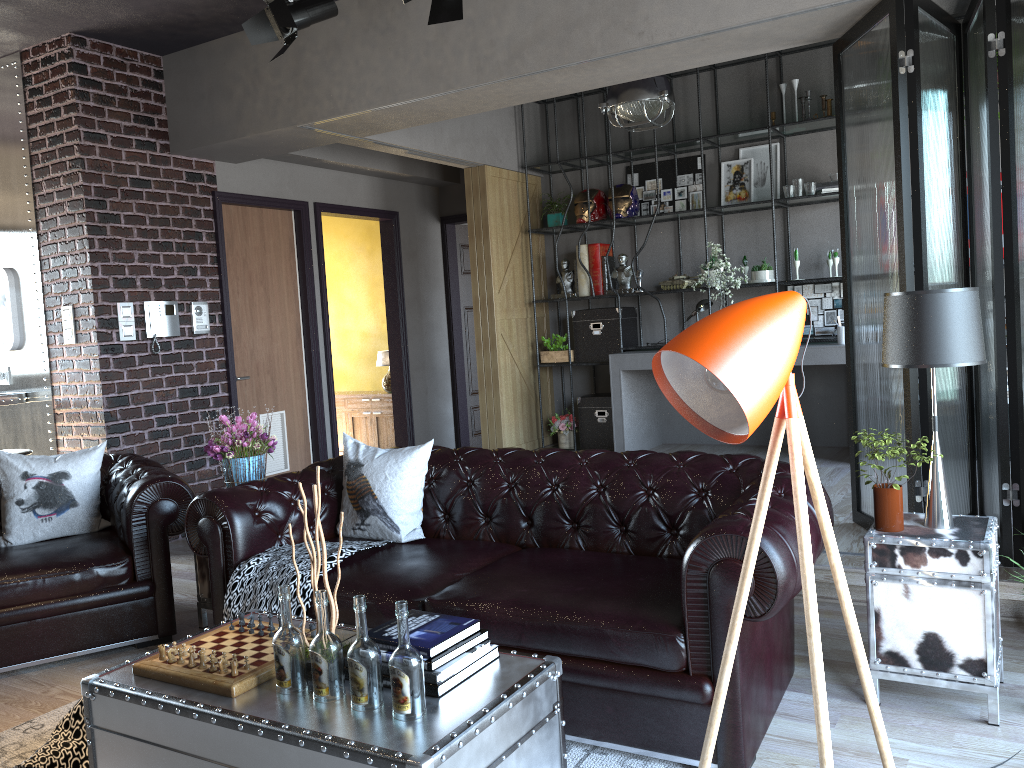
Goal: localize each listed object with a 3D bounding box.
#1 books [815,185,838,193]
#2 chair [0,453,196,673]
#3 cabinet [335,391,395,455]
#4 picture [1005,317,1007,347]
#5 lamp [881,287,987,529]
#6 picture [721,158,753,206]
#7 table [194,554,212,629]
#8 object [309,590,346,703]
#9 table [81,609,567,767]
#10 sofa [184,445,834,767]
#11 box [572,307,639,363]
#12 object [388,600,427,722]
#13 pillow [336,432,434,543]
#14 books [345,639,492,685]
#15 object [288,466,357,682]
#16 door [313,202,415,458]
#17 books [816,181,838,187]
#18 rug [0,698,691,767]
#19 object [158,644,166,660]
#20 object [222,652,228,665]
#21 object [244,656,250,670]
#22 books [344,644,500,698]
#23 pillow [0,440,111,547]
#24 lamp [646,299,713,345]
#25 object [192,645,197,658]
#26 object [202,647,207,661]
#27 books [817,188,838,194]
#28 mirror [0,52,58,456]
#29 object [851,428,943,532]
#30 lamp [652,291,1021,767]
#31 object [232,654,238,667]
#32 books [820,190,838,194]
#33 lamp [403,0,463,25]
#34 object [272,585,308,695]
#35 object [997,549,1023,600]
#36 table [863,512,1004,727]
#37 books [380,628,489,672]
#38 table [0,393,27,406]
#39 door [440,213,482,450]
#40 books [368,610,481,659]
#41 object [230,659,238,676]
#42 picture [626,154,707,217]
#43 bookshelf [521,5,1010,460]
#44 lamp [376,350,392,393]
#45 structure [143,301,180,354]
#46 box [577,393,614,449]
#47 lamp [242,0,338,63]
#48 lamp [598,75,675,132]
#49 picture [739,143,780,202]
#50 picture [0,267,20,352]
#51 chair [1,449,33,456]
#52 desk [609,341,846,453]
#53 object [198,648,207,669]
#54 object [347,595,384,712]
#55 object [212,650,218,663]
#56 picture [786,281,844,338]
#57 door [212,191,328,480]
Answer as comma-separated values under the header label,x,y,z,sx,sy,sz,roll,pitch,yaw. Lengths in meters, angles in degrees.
label,x,y,z,sx,sy,sz,roll,pitch,yaw
books,2.548,-1.558,7.061,0.243,0.024,0.175,-2,5,27
chair,-2.416,0.841,4.430,1.493,0.844,1.245,-6,4,-29
cabinet,-1.612,0.467,9.425,1.432,0.749,0.409,-1,4,31
picture,3.575,-0.372,6.278,0.313,0.212,0.048,-1,4,31
lamp,1.481,0.088,3.108,0.333,0.831,0.333,-1,4,34
picture,1.905,-1.687,7.500,0.267,0.413,0.101,-2,4,31
table,-1.300,0.886,4.449,0.417,0.609,0.406,-2,4,31
object,-0.492,0.690,2.341,0.088,0.290,0.084,-1,4,36
table,-0.543,1.044,2.557,1.254,0.469,0.685,-1,5,31
sofa,-0.017,0.745,3.671,2.565,0.837,1.241,-1,4,30
box,0.852,-0.453,8.064,0.489,0.480,0.374,-1,4,31
object,-0.264,0.685,2.205,0.088,0.290,0.084,-1,4,36
pillow,-0.591,0.460,4.066,0.528,0.468,0.283,-1,4,34
books,-0.260,0.756,2.491,0.315,0.026,0.270,-1,5,31
object,-0.542,0.528,2.529,0.156,0.582,0.185,-2,4,31
door,-1.783,-0.347,8.488,1.098,2.542,1.151,-2,4,31
books,2.536,-1.584,7.059,0.225,0.029,0.179,-2,4,23
rug,-0.549,1.229,3.207,2.474,0.003,2.256,-1,5,31
object,-1.032,0.791,2.614,0.019,0.040,0.019,-1,4,35
object,-0.823,0.785,2.538,0.017,0.037,0.017,-2,4,25
object,-0.747,0.783,2.495,0.017,0.037,0.017,-2,4,25
books,-0.252,0.786,2.502,0.324,0.035,0.306,-1,5,31
pillow,-2.353,0.542,4.559,0.541,0.502,0.290,-5,4,-21
lamp,1.470,-0.537,7.716,0.205,0.370,0.740,-6,5,-35
object,-0.935,0.787,2.608,0.017,0.037,0.017,-2,4,25
object,-0.898,0.786,2.585,0.017,0.037,0.017,-2,4,25
books,2.538,-1.534,7.068,0.166,0.024,0.227,-3,4,10
mirror,-3.687,-0.535,6.424,1.048,3.458,0.050,-2,4,31
object,1.347,0.329,3.144,0.297,0.362,0.270,-5,4,-14
lamp,2.233,0.358,2.773,3.833,1.455,0.583,-5,4,-17
object,-0.787,0.784,2.518,0.017,0.037,0.017,-2,4,25
books,2.544,-1.505,7.060,0.179,0.034,0.243,-3,4,14
lamp,-0.350,-2.079,4.447,0.359,0.525,0.541,-3,4,16
object,-0.608,0.692,2.411,0.088,0.290,0.084,-1,4,36
object,1.648,0.727,2.490,0.621,0.824,0.577,-5,4,-20
table,1.500,0.800,3.147,0.405,0.609,0.418,-2,4,31
books,-0.256,0.729,2.499,0.282,0.026,0.266,-1,5,33
table,-4.043,0.702,5.811,0.656,1.129,1.600,-2,4,31
door,0.092,-0.542,9.542,1.149,2.542,1.130,-2,4,31
books,-0.258,0.701,2.498,0.251,0.030,0.237,-1,5,33
object,-0.769,0.785,2.455,0.019,0.040,0.019,-1,4,35
picture,1.365,-1.741,7.903,0.749,0.503,0.058,-1,4,31
bookshelf,2.218,-1.070,7.200,4.482,3.280,0.527,-1,4,31
lamp,-1.216,0.173,9.164,0.291,1.044,0.441,-3,3,4
structure,-2.469,-0.401,6.298,0.068,0.370,0.280,-2,4,31
box,0.902,0.329,8.108,0.489,0.480,0.374,-1,4,31
lamp,-1.232,-2.067,4.973,0.560,0.512,0.359,-7,5,-39
lamp,0.855,-2.376,6.241,0.534,1.148,0.516,-3,3,8
picture,2.075,-1.745,7.443,0.332,0.514,0.119,-2,4,31
picture,-3.706,-0.531,6.392,0.412,0.599,0.047,-2,4,31
chair,-3.319,0.835,5.751,0.438,0.780,0.439,-3,4,10
desk,1.965,0.135,7.265,2.129,0.885,0.846,-1,4,31
object,-0.882,0.779,2.522,0.025,0.058,0.025,-5,3,-14
object,-0.380,0.687,2.274,0.088,0.290,0.084,-1,4,36
object,-0.860,0.785,2.560,0.017,0.037,0.017,-2,4,25
picture,2.582,-0.612,7.244,0.665,0.447,0.051,-1,4,31
door,-2.004,-0.243,7.262,0.219,2.538,1.004,-2,4,31
